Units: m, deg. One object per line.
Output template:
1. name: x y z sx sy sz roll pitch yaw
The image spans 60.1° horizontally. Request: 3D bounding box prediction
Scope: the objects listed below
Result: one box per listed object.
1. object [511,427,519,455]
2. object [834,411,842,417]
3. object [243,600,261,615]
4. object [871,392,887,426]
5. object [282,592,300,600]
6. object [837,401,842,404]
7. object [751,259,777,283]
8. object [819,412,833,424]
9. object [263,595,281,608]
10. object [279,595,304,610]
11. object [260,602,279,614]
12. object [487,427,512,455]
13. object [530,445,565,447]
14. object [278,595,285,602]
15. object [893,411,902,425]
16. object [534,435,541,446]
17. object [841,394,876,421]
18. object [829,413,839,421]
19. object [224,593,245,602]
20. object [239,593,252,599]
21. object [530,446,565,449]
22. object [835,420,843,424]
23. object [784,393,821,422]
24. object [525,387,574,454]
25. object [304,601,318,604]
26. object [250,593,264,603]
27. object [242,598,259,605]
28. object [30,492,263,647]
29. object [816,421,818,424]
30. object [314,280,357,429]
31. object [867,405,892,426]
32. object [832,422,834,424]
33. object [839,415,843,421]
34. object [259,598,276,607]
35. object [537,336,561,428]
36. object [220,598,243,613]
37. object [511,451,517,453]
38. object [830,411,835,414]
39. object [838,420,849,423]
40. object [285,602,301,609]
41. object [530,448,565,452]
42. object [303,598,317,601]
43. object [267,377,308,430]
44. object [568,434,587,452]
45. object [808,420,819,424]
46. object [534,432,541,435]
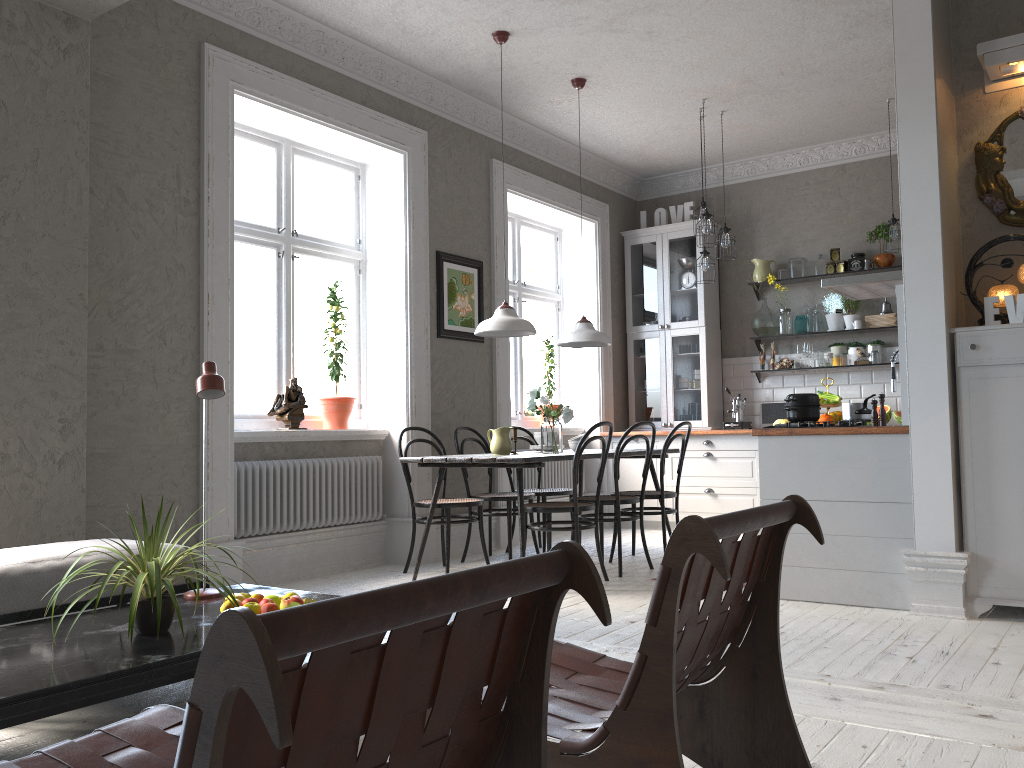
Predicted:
1. object: 0.020 0.350 5.443 0.060 0.167 0.058 2 -4 -41
2. object: 2.734 0.251 7.354 0.124 0.056 0.060 -3 -4 27
3. object: -0.804 0.699 2.735 0.063 0.063 0.060 0 -4 -23
4. object: 1.797 0.124 4.345 0.071 0.167 0.036 -3 -4 35
5. object: -0.713 0.706 2.866 0.059 0.062 0.064 -2 -3 17
6. object: 2.717 0.161 7.352 0.051 0.050 0.050 -4 -5 44
7. object: 2.242 -1.007 7.898 0.177 0.216 0.187 2 -4 -41
8. object: 2.578 0.289 7.277 0.112 0.110 0.111 -1 -3 3
9. object: -0.775 0.708 2.852 0.062 0.058 0.061 0 -3 -10
10. object: -0.693 0.700 2.793 0.076 0.064 0.073 0 -4 -24
11. object: -0.744 0.700 2.722 0.057 0.058 0.056 1 -4 -30
12. object: -0.073 0.348 5.405 0.150 0.170 0.135 -1 -3 -4
13. object: 0.238 0.430 6.002 0.242 0.027 0.233 1 -4 -32
14. object: -0.765 0.722 2.922 0.063 0.039 0.067 -4 -4 41
15. object: 3.060 0.265 6.822 0.221 0.127 0.150 -2 -3 18
16. object: 0.237 0.394 6.004 0.176 0.094 0.182 -3 -4 26
17. object: 1.876 0.128 4.677 0.177 0.134 0.299 0 -3 -20
18. object: 2.654 0.279 7.317 0.089 0.078 0.087 1 -4 -28
19. object: -0.892 0.706 2.843 0.065 0.066 0.072 -4 -4 40
20. object: -0.888 0.716 2.919 0.068 0.055 0.060 -1 -3 2
21. object: 0.239 0.438 6.002 0.237 0.027 0.238 -1 -3 3
22. object: 2.690 0.322 7.281 0.068 0.051 0.089 -1 -3 -7
23. object: 1.523 0.125 4.639 0.188 0.147 0.195 -2 -3 15
24. object: 0.238 0.221 5.447 0.305 0.414 0.256 -3 -4 33
25. object: -0.640 0.716 2.851 0.067 0.037 0.046 1 -4 -28
26. object: -0.830 0.711 2.880 0.056 0.058 0.059 -2 -3 18
27. object: -0.833 0.708 2.814 0.057 0.056 0.061 -2 -4 22
28. object: -1.024 0.526 2.602 0.676 0.420 0.716 1 -4 -37
29. object: 2.575 0.324 7.412 0.089 0.057 0.084 0 -4 -23
30. object: -1.151 -0.198 5.774 0.273 0.991 0.267 0 -3 -16
31. object: 2.882 0.255 7.009 0.222 0.174 0.231 1 -4 -33
32. object: 2.637 0.332 7.324 0.070 0.065 0.070 1 -4 -34
33. object: 2.751 0.256 7.332 0.128 0.120 0.060 1 -4 -31
34. object: -0.771 0.704 2.791 0.055 0.058 0.059 -3 -4 26
35. object: 0.320 -0.021 7.832 0.265 0.813 0.255 1 -4 -27
36. object: -0.871 0.700 2.754 0.071 0.066 0.069 2 -4 -40
37. object: -0.039 0.405 5.914 0.138 0.112 0.141 -2 -3 18
38. object: 2.696 0.274 7.431 0.084 0.093 0.088 -3 -4 31
39. object: 2.749 0.318 7.392 0.054 0.044 0.214 0 -3 -16
40. object: -0.672 0.702 2.730 0.057 0.053 0.061 -4 -4 42
41. object: 0.239 0.447 6.001 0.242 0.027 0.232 1 -4 -37
42. object: -0.664 0.721 2.918 0.062 0.036 0.047 2 -5 -44
43. object: -1.377 0.118 5.430 0.117 0.329 0.242 -3 -4 37
44. object: 0.438 0.393 5.918 0.130 0.119 0.122 2 -4 -39
45. object: 2.564 0.324 7.464 0.154 0.072 0.075 0 -4 -26
46. object: 0.237 0.374 6.005 0.176 0.094 0.182 -3 -4 26
